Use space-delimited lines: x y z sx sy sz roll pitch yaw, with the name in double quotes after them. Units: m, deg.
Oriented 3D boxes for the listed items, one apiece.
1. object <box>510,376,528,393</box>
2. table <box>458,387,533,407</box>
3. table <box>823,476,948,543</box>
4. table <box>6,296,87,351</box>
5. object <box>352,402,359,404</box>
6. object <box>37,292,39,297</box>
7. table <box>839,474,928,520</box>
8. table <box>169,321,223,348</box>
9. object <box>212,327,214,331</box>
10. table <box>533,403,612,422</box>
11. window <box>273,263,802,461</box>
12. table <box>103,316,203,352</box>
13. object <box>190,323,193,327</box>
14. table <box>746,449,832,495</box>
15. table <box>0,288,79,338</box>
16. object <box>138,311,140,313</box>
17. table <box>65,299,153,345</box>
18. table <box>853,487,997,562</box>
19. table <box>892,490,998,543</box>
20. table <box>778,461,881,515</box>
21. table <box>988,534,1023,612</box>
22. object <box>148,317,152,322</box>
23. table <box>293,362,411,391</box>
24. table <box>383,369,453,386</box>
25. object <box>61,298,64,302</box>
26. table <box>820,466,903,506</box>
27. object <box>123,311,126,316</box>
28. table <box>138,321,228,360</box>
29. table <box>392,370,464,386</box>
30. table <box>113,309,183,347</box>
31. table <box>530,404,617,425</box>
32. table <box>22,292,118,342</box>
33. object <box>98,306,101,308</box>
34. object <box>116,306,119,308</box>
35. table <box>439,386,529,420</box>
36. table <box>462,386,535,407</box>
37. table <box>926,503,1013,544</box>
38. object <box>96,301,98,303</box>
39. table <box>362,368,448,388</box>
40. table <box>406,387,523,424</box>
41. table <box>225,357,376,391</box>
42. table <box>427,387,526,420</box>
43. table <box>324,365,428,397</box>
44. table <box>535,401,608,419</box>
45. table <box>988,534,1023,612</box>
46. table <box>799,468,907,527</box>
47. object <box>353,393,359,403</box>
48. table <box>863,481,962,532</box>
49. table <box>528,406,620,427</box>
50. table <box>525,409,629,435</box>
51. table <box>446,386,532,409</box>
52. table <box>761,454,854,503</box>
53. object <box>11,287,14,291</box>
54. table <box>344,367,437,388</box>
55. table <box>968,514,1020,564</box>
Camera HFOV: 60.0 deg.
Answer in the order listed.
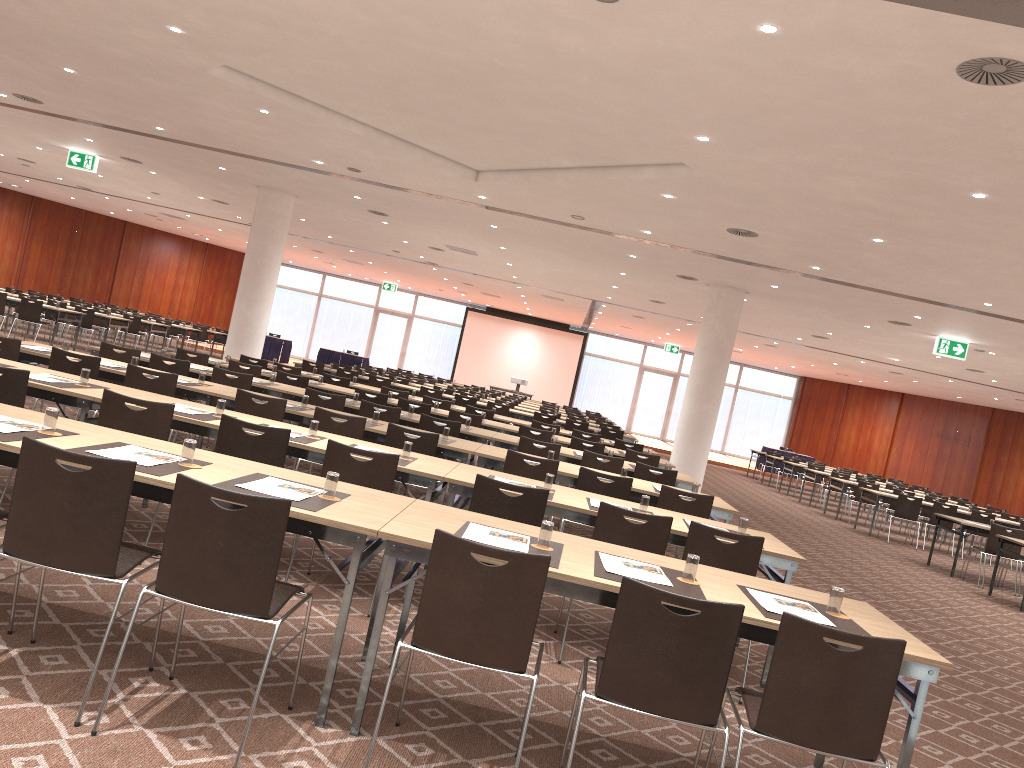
0.226 0.026 30.590 0.576 0.472 0.614 13 1 3 "object"
-0.580 0.706 25.501 2.267 0.833 0.953 13 1 3 "table"
7.987 2.691 19.071 2.267 0.833 0.953 13 1 3 "table"
-10.031 -1.293 17.960 2.267 0.833 0.953 13 1 3 "table"
-1.757 0.217 9.991 0.102 0.001 0.102 12 1 -8 "object"
-11.769 -2.220 22.004 0.054 0.114 0.054 12 1 -31 "object"
10.512 3.175 24.953 2.267 0.833 0.953 13 1 3 "table"
-9.510 -1.307 27.945 2.267 0.833 0.953 13 1 3 "table"
-8.721 -1.594 25.854 0.054 0.114 0.054 12 1 -8 "object"
1.633 1.199 25.392 2.267 0.833 0.953 13 1 3 "table"
0.400 -0.919 37.417 22.959 3.873 0.217 13 1 3 "window"
-9.718 -1.302 23.951 2.267 0.833 0.953 13 1 3 "table"
-9.353 -1.734 25.884 0.054 0.114 0.054 12 1 -8 "object"
8.403 2.680 27.059 2.267 0.833 0.953 13 1 3 "table"
-12.035 -1.792 22.063 2.267 0.833 0.953 13 1 3 "table"
-10.936 -2.087 25.969 0.054 0.114 0.054 12 1 -31 "object"
-11.827 -1.797 26.058 2.267 0.833 0.953 13 1 3 "table"
7.883 2.694 17.073 2.267 0.833 0.953 13 1 3 "table"
10.304 3.181 20.958 2.267 0.833 0.953 13 1 3 "table"
8.195 2.686 23.065 2.267 0.833 0.953 13 1 3 "table"
7.596 2.702 11.581 2.267 0.833 0.953 13 1 3 "table"
-8.920 -1.586 21.857 0.054 0.114 0.054 12 1 -8 "object"
-3.209 0.225 17.622 2.267 0.833 0.953 13 1 3 "table"
-2.793 0.214 25.611 2.267 0.833 0.953 13 1 3 "table"
-11.134 -2.079 21.968 0.054 0.114 0.054 12 1 -31 "object"
10.616 3.173 26.950 2.267 0.833 0.953 13 1 3 "table"
-9.570 -1.731 21.884 0.054 0.114 0.054 12 1 -8 "object"
-9.614 -1.305 25.948 2.267 0.833 0.953 13 1 3 "table"
-2.689 0.211 27.608 2.267 0.833 0.953 13 1 3 "table"
-11.723 -1.800 28.055 2.267 0.833 0.953 13 1 3 "table"
1.529 1.202 23.395 2.267 0.833 0.953 13 1 3 "table"
-11.931 -1.794 24.060 2.267 0.833 0.953 13 1 3 "table"
-10.202 -1.871 21.921 0.054 0.114 0.054 12 1 -8 "object"
-11.572 -2.228 25.993 0.054 0.114 0.054 12 1 -31 "object"
-0.788 0.712 21.507 2.267 0.833 0.953 13 1 3 "table"
-0.476 0.704 27.498 2.267 0.833 0.953 13 1 3 "table"
10.200 3.184 18.961 2.267 0.833 0.953 13 1 3 "table"
-12.202 -2.369 26.029 0.054 0.114 0.054 12 1 -31 "object"
-2.897 0.217 23.614 2.267 0.833 0.953 13 1 3 "table"
-0.996 0.718 17.513 2.267 0.833 0.953 13 1 3 "table"
-3.391 0.230 14.127 2.267 0.833 0.953 13 1 3 "table"
-0.892 0.715 19.510 2.267 0.833 0.953 13 1 3 "table"
-3.105 0.222 19.619 2.267 0.833 0.953 13 1 3 "table"
1.737 1.196 27.389 2.267 0.833 0.953 13 1 3 "table"
7.596 2.702 11.581 2.267 0.833 0.953 13 1 3 "table"
8.091 2.689 21.068 2.267 0.833 0.953 13 1 3 "table"
-1.760 0.157 9.996 0.054 0.114 0.054 12 1 -8 "object"
10.408 3.178 22.955 2.267 0.833 0.953 13 1 3 "table"
1.425 1.205 21.397 2.267 0.833 0.953 13 1 3 "table"
1.321 1.208 19.400 2.267 0.833 0.953 13 1 3 "table"
-0.684 0.709 23.504 2.267 0.833 0.953 13 1 3 "table"
8.299 2.683 25.062 2.267 0.833 0.953 13 1 3 "table"
-12.407 -2.362 22.026 0.054 0.114 0.054 12 1 -31 "object"
-3.001 0.220 21.616 2.267 0.833 0.953 13 1 3 "table"
10.096 3.187 16.964 2.267 0.833 0.953 13 1 3 "table"
